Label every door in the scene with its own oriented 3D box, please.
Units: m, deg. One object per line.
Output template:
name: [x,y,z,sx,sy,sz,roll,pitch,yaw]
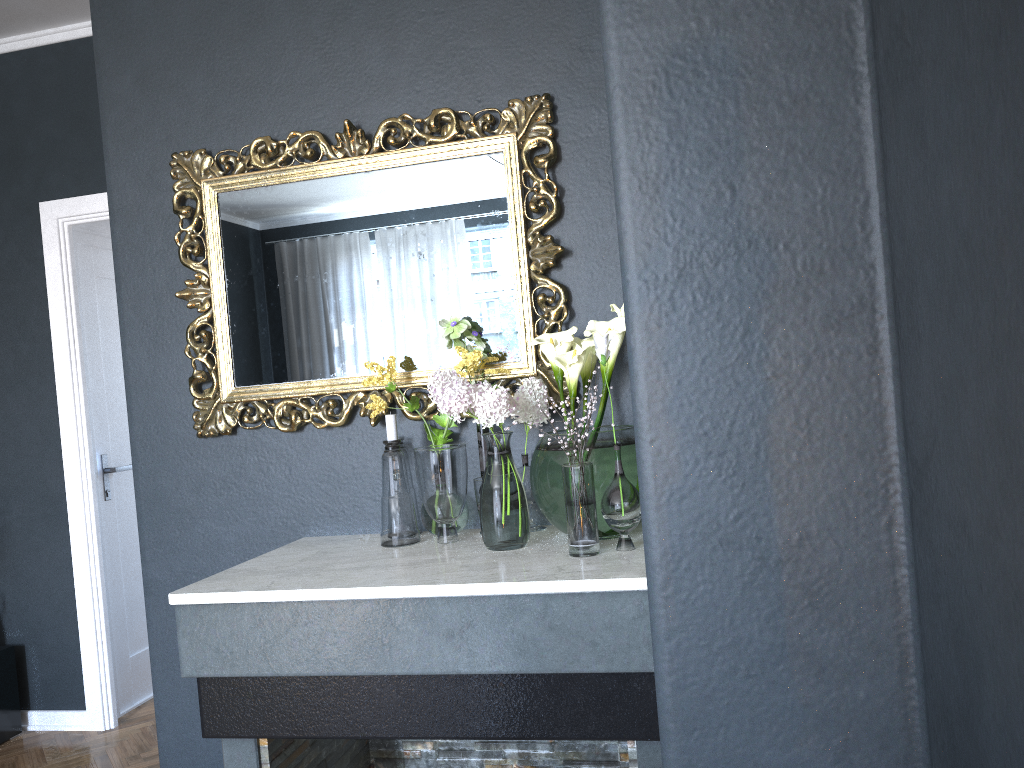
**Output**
door: [-1.803,0.395,4.307,0.162,2.187,0.856,-5,1,13]

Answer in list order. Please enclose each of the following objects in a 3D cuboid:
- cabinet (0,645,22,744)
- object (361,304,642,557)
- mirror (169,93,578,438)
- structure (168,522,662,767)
cabinet: [-2.506,1.358,3.694,0.650,0.390,0.456,-5,0,13]
object: [-0.041,0.090,1.996,0.727,0.547,0.474,-5,0,16]
mirror: [-0.381,-0.281,2.273,1.057,0.784,0.067,-5,1,13]
structure: [-0.121,0.863,1.876,1.066,0.981,0.833,-5,0,13]
